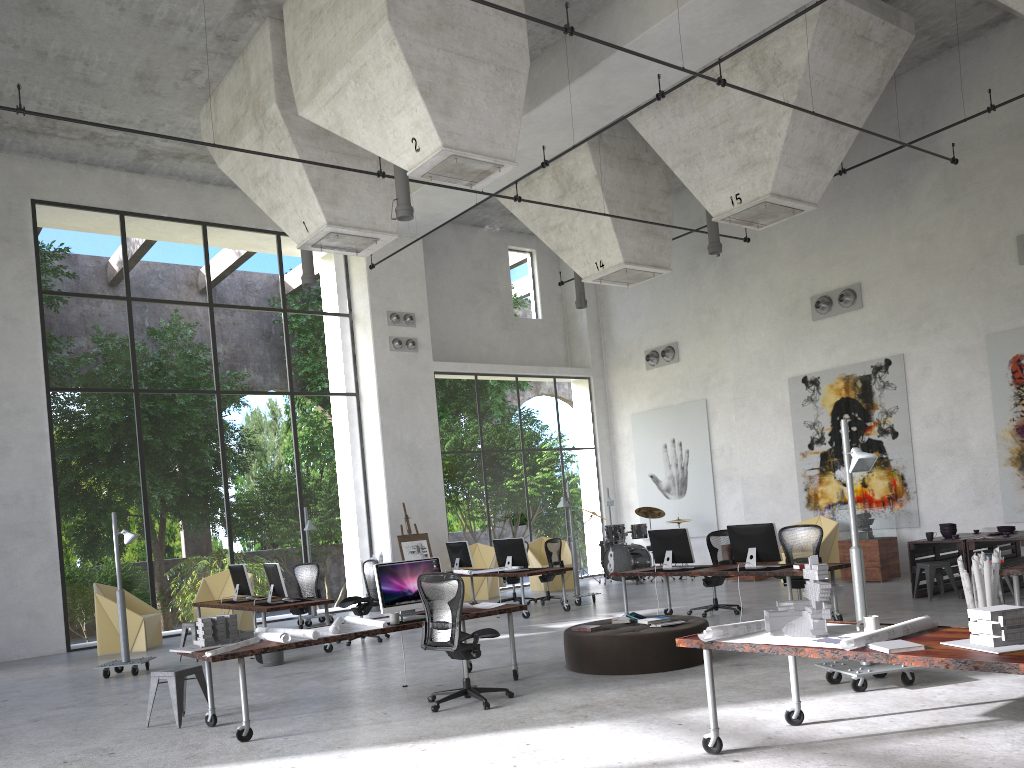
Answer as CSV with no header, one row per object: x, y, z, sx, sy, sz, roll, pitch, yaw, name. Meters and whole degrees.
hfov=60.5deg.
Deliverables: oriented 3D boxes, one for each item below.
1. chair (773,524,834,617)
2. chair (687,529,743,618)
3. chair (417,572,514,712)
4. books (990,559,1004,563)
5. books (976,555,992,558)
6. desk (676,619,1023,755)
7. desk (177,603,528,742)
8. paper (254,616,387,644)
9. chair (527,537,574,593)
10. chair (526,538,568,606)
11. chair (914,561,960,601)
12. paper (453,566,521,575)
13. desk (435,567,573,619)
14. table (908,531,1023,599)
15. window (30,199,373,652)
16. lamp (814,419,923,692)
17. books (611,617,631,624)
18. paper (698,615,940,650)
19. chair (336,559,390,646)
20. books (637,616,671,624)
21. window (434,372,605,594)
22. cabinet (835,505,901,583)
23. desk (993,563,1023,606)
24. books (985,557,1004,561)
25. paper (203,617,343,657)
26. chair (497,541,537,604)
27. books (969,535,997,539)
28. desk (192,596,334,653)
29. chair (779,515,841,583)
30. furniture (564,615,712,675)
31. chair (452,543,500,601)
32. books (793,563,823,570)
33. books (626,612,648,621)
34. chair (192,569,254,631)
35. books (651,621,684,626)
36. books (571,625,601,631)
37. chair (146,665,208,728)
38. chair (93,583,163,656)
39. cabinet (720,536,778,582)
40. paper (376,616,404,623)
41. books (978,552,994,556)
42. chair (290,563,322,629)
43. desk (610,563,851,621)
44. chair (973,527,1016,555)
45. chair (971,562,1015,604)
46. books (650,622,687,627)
3.681,2.397,11.208,0.774,1.179,0.794,-6,-4,22,chair
2.822,2.660,12.412,0.799,1.180,0.769,-8,-4,37,chair
-0.469,2.234,7.787,0.775,1.180,0.793,-7,-4,27,chair
6.066,2.257,11.173,0.285,0.035,0.199,-6,-9,9,books
6.057,2.192,11.178,0.255,0.032,0.176,-7,-9,14,books
2.382,1.725,4.651,0.971,0.719,3.169,-1,-9,-37,desk
-1.352,2.605,8.171,3.122,0.720,0.986,1,-9,-37,desk
-1.728,2.193,7.881,1.073,0.104,0.988,2,-11,-37,paper
0.848,3.866,18.934,0.976,1.164,0.944,-4,-4,-17,chair
0.617,3.433,16.121,0.795,1.180,0.773,-6,-3,17,chair
5.739,2.667,11.916,0.419,0.487,0.441,-5,-4,-2,chair
-0.452,3.257,15.477,1.072,0.104,0.989,-1,-10,-27,paper
-0.277,3.615,15.287,0.971,0.719,3.169,-1,-9,-37,desk
6.609,2.463,12.039,1.502,0.791,1.621,0,-9,-37,table
-5.572,0.780,16.838,5.942,7.817,0.068,-2,-2,-37,window
2.771,1.352,7.069,0.578,2.144,0.600,-5,-2,-12,lamp
1.162,2.509,9.337,0.198,0.035,0.287,-6,-9,9,books
1.840,1.477,5.308,0.974,0.104,1.088,3,-12,-41,paper
-2.194,3.172,12.831,0.777,1.180,0.790,-8,-4,42,chair
1.470,2.442,9.074,0.283,0.033,0.200,-1,-9,-24,books
0.316,2.212,20.242,4.548,4.871,0.020,-2,-3,-37,window
6.063,2.734,14.971,0.592,1.250,0.751,-3,-4,-37,cabinet
5.782,1.808,7.133,0.961,0.719,3.170,-1,-9,-37,desk
6.063,2.223,11.174,0.284,0.033,0.200,-4,-9,-6,books
-1.934,2.197,7.764,0.892,0.103,1.951,-5,-9,1,paper
0.045,3.543,16.500,0.771,1.179,0.798,-5,-3,2,chair
6.220,2.020,11.603,0.306,0.030,0.224,-8,-9,20,books
-3.678,3.532,12.805,0.961,0.719,3.170,-1,-9,-37,desk
5.440,3.010,16.057,0.931,1.164,0.990,-2,-5,-39,chair
1.295,2.690,9.113,1.504,0.426,1.528,1,-10,-35,furniture
-0.786,3.927,18.389,0.982,1.164,0.939,-6,-4,12,chair
3.404,2.095,10.115,0.285,0.052,0.205,-4,-8,-5,books
1.331,2.472,9.301,0.206,0.102,0.144,-11,-8,38,books
-5.188,3.919,15.813,0.981,1.164,0.940,-6,-4,8,chair
1.559,2.398,8.808,0.301,0.040,0.222,-5,-9,-2,books
0.761,2.497,8.980,0.257,0.032,0.174,-13,-12,43,books
-3.047,2.847,8.035,0.422,0.487,0.438,-7,-5,26,chair
-6.368,3.811,14.445,0.934,1.164,0.988,-5,-4,-2,chair
4.633,3.317,17.141,0.741,1.009,0.743,-2,-5,-37,cabinet
-1.157,2.272,8.472,0.483,0.001,0.435,-1,-10,-26,paper
6.058,2.163,11.176,0.205,0.025,0.145,-6,-9,9,books
-3.352,3.447,13.937,0.773,1.179,0.795,-6,-4,17,chair
2.696,2.724,11.255,0.971,0.719,3.169,-1,-9,-37,desk
7.305,2.576,13.237,0.700,0.815,0.772,-8,-6,38,chair
6.082,2.518,11.153,0.436,0.487,0.424,-1,-6,-42,chair
1.561,2.401,8.781,0.299,0.031,0.223,-2,-9,-22,books
